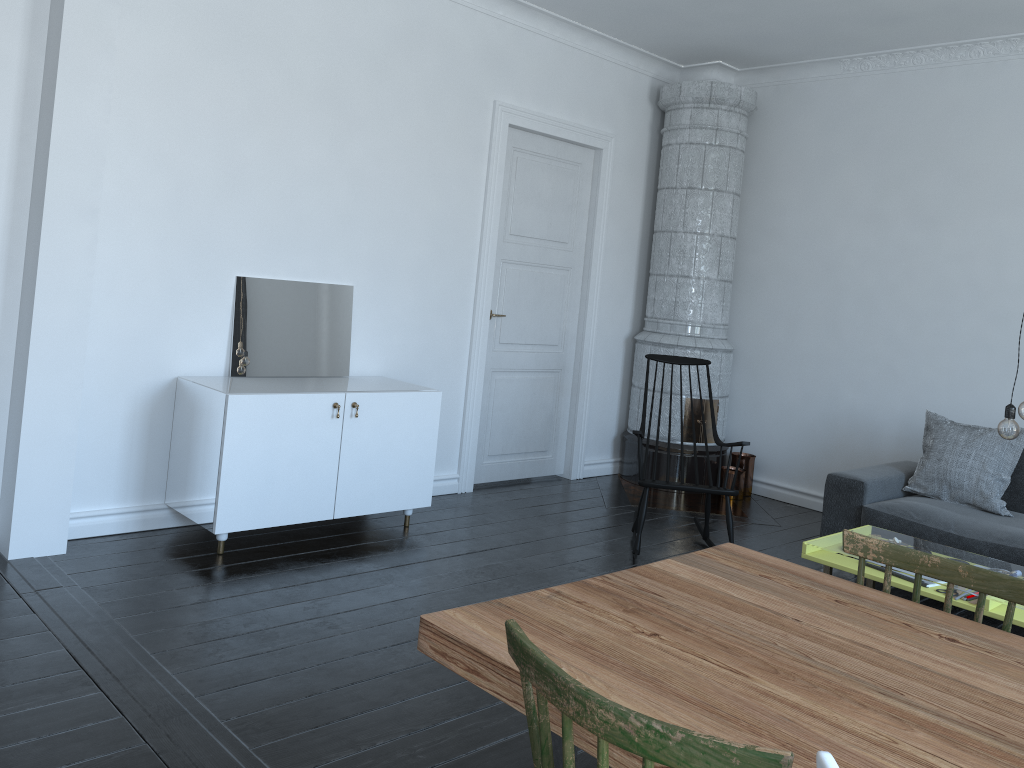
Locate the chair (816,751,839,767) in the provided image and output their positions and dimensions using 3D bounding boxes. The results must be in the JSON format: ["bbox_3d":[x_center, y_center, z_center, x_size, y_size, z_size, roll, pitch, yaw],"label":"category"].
[{"bbox_3d":[0.570,0.862,0.923,0.507,0.842,0.469,4,2,-44],"label":"chair"}]

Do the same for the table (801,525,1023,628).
[{"bbox_3d":[1.863,0.945,3.292,0.598,0.398,1.413,2,7,-44],"label":"table"}]

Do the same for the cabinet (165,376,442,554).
[{"bbox_3d":[-1.011,0.368,4.438,1.196,0.734,0.594,1,5,-44],"label":"cabinet"}]

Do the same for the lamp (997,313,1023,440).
[{"bbox_3d":[1.935,-0.535,3.310,0.074,1.497,0.086,6,0,7],"label":"lamp"}]

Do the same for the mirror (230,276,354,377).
[{"bbox_3d":[-1.145,-0.292,4.649,0.693,0.502,0.054,2,2,-44],"label":"mirror"}]

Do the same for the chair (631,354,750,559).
[{"bbox_3d":[0.925,0.381,4.815,0.612,1.004,0.909,6,3,1],"label":"chair"}]

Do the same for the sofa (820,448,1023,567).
[{"bbox_3d":[2.865,0.770,4.273,1.080,0.722,2.393,2,7,-44],"label":"sofa"}]

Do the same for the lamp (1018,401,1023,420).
[{"bbox_3d":[1.979,-0.607,3.256,0.074,1.497,0.074,6,0,3],"label":"lamp"}]

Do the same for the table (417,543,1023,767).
[{"bbox_3d":[0.926,0.936,1.133,1.014,0.715,2.246,2,7,-44],"label":"table"}]

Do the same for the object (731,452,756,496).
[{"bbox_3d":[1.647,0.646,6.314,0.175,0.281,0.174,4,2,-44],"label":"object"}]

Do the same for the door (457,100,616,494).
[{"bbox_3d":[0.167,-0.559,5.952,1.163,2.475,0.116,5,0,-44],"label":"door"}]

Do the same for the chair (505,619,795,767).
[{"bbox_3d":[0.245,0.798,1.291,0.470,0.827,0.483,7,2,45],"label":"chair"}]

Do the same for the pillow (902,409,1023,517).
[{"bbox_3d":[3.010,0.543,4.300,0.476,0.491,2.073,3,6,-39],"label":"pillow"}]

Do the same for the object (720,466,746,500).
[{"bbox_3d":[1.542,0.694,6.161,0.175,0.199,0.171,7,3,36],"label":"object"}]

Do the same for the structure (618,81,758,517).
[{"bbox_3d":[1.307,-0.693,6.264,0.778,2.890,1.271,6,1,1],"label":"structure"}]

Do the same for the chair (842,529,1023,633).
[{"bbox_3d":[0.784,0.793,1.803,0.470,0.827,0.483,7,2,45],"label":"chair"}]
